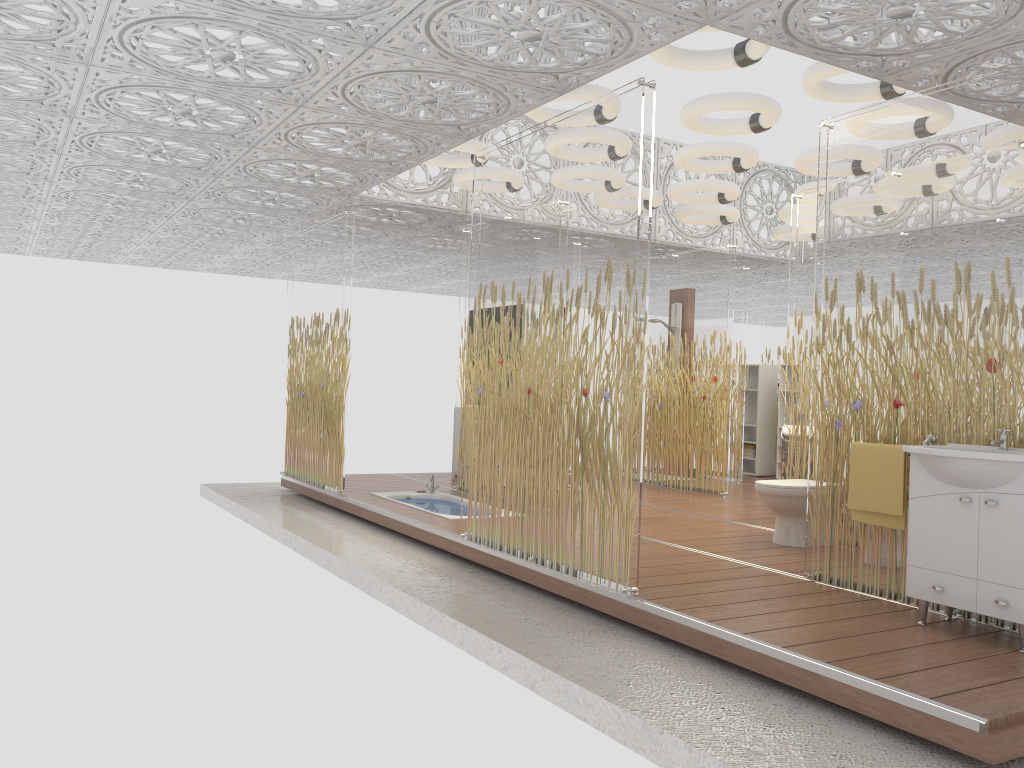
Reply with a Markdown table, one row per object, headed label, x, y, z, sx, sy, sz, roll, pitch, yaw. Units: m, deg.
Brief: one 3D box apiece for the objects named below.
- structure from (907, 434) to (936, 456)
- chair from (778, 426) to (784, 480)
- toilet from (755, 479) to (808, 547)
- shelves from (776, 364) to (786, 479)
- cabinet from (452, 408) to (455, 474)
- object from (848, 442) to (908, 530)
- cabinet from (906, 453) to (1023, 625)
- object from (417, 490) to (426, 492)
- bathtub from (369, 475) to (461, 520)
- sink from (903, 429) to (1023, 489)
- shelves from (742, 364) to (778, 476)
| label | x | y | z | sx | sy | sz | roll | pitch | yaw |
| --- | --- | --- | --- | --- | --- | --- | --- | --- | --- |
| structure | 1.926 | 0.336 | 4.495 | 0.115 | 0.183 | 0.405 | 2 | -1 | -32 |
| chair | 2.746 | 0.767 | 7.950 | 0.635 | 0.811 | 1.787 | 2 | 0 | 20 |
| toilet | 2.001 | 0.919 | 6.301 | 0.611 | 0.437 | 0.401 | 2 | -1 | -30 |
| shelves | 3.626 | 0.483 | 11.226 | 0.344 | 1.460 | 0.366 | 2 | -1 | -30 |
| cabinet | -0.299 | 0.673 | 10.267 | 0.549 | 0.782 | 0.643 | 2 | -1 | -30 |
| object | 1.864 | 0.514 | 4.528 | 0.042 | 0.427 | 0.295 | 2 | -1 | -40 |
| cabinet | 2.122 | 0.657 | 3.965 | 0.316 | 0.678 | 0.580 | 2 | -1 | -30 |
| object | -0.872 | 1.032 | 8.525 | 0.108 | 0.011 | 0.065 | 2 | 0 | -21 |
| bathtub | -0.611 | 1.158 | 7.760 | 0.700 | 0.582 | 1.700 | 2 | -1 | -30 |
| sink | 2.078 | 0.328 | 3.931 | 0.454 | 0.263 | 0.603 | 2 | -1 | -30 |
| shelves | 3.269 | 0.474 | 11.832 | 0.344 | 1.460 | 0.366 | 2 | -1 | -30 |
